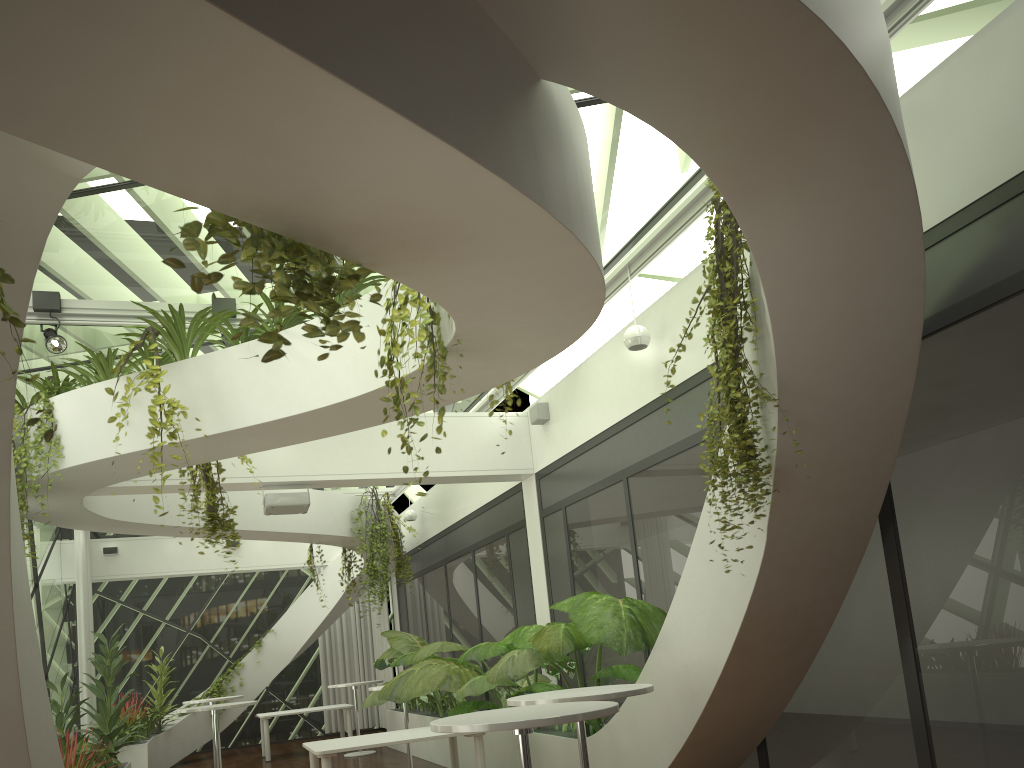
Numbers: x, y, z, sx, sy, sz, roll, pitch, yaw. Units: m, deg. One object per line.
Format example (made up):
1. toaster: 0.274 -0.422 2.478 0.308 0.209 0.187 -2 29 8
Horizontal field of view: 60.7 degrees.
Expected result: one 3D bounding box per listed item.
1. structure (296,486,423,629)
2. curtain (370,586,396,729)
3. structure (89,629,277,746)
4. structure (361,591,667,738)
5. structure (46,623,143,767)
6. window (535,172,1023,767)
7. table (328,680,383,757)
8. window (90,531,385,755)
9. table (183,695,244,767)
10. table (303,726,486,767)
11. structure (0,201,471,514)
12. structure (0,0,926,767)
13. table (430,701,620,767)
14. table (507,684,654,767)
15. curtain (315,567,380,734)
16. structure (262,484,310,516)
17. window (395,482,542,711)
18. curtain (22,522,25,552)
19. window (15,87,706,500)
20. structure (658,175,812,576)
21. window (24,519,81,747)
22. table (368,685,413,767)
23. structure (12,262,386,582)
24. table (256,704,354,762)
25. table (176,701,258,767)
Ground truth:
1. structure: -2.230 2.517 12.640 1.461 2.022 1.655 -13 -14 33
2. curtain: -2.589 4.731 17.296 0.159 3.991 1.026 -3 -9 -22
3. structure: -5.674 4.847 13.992 2.041 1.625 4.903 -8 -16 10
4. structure: -0.799 3.513 9.890 1.779 1.670 9.199 -1 -17 -20
5. structure: -3.717 2.811 7.569 0.852 1.556 3.438 -2 -15 -21
6. window: 1.609 1.438 6.107 0.050 3.155 7.331 -3 -15 -20
7. table: -2.390 5.204 13.611 0.861 1.069 0.876 -9 -12 14
8. window: -5.436 4.874 17.380 5.729 4.532 0.039 -1 -9 -20
9. table: -4.368 5.191 12.892 0.861 1.069 0.876 -9 -12 14
10. table: -1.025 3.499 7.791 1.498 0.700 1.103 0 -15 -20
11. structure: -0.975 -0.311 3.085 1.250 1.809 3.252 -13 -16 34
12. structure: -1.189 1.406 5.169 5.906 4.109 25.193 -2 -17 -14
13. table: 0.111 2.018 3.898 0.857 1.069 0.880 2 -14 -35
14. table: 0.452 2.329 5.048 0.857 1.069 0.880 2 -14 -35
15. curtain: -3.345 4.980 17.864 1.227 3.991 0.164 -3 -9 -22
16. structure: -2.296 1.172 8.891 0.461 0.269 0.400 -1 -15 -20
17. window: -0.870 3.803 13.106 0.050 3.155 7.423 -3 -15 -20
18. curtain: -4.907 2.334 8.547 0.159 3.991 1.073 -3 -9 -22
19. window: -2.951 0.047 9.941 5.679 0.054 17.282 0 -18 -20
20. structure: 1.168 -0.110 4.360 0.614 2.065 1.095 -5 -10 -9
21. window: -5.374 2.236 8.658 0.084 4.515 17.316 -3 -16 -20
22. table: -1.210 4.078 10.279 0.861 1.069 0.876 -9 -12 14
23. structure: -2.634 0.722 6.781 4.706 2.259 1.463 -16 -14 32
24. table: -3.429 5.792 14.577 1.498 0.700 1.103 0 -15 -20
25. table: -3.188 4.065 9.560 0.861 1.069 0.876 -9 -12 14
